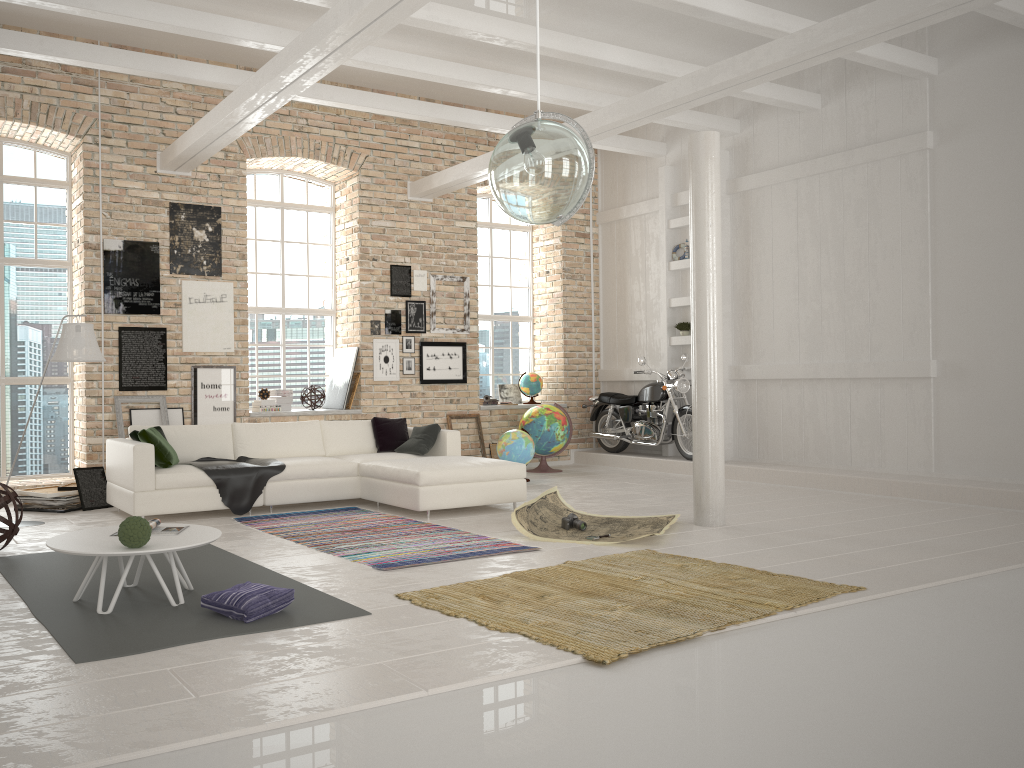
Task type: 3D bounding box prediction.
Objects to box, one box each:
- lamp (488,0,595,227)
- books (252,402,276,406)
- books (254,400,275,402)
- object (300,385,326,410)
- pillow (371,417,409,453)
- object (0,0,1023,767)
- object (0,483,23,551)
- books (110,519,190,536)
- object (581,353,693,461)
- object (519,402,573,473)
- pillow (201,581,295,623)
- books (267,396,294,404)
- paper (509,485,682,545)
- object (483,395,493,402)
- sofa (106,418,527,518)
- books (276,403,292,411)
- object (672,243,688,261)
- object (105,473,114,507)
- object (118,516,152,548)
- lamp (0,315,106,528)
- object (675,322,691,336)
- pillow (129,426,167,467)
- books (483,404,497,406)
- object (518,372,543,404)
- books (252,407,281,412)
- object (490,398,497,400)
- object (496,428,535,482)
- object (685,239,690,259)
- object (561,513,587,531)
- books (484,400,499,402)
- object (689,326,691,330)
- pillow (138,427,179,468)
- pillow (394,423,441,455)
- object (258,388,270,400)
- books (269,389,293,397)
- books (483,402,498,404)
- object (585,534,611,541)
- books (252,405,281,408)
[{"bbox_3d":[0.128,-1.557,4.360,0.482,1.599,0.522,-1,0,-19],"label":"lamp"},{"bbox_3d":[-2.884,0.231,10.352,0.207,0.040,0.190,-1,0,42],"label":"books"},{"bbox_3d":[-2.879,0.196,10.355,0.172,0.030,0.188,-1,0,-45],"label":"books"},{"bbox_3d":[-2.381,0.162,10.660,0.285,0.307,0.327,-1,0,-43],"label":"object"},{"bbox_3d":[-1.267,0.539,9.401,0.401,0.390,0.257,-1,0,-32],"label":"pillow"},{"bbox_3d":[0.255,-1.241,5.984,9.526,4.798,12.587,-1,0,-34],"label":"object"},{"bbox_3d":[-3.657,0.910,6.136,0.579,0.543,0.504,-1,0,32],"label":"object"},{"bbox_3d":[-2.017,0.798,4.980,0.372,0.048,0.307,-1,0,-3],"label":"books"},{"bbox_3d":[1.724,0.279,11.479,0.762,1.328,2.312,-1,0,-39],"label":"object"},{"bbox_3d":[0.417,0.699,11.521,0.697,0.924,0.614,-1,0,32],"label":"object"},{"bbox_3d":[-1.329,1.102,4.485,0.377,0.164,0.332,-1,0,32],"label":"pillow"},{"bbox_3d":[-2.812,0.192,10.757,0.222,0.088,0.338,-1,0,-39],"label":"books"},{"bbox_3d":[0.705,0.997,6.932,1.114,0.265,1.396,-1,0,20],"label":"paper"},{"bbox_3d":[-0.321,0.190,12.082,0.096,0.090,0.469,-1,0,5],"label":"object"},{"bbox_3d":[-1.818,0.782,8.187,3.083,0.842,2.305,-1,0,-33],"label":"sofa"},{"bbox_3d":[-2.811,0.275,10.755,0.225,0.088,0.335,-1,0,-30],"label":"books"},{"bbox_3d":[2.158,-1.689,11.438,0.066,0.229,0.250,0,0,-43],"label":"object"},{"bbox_3d":[-3.940,1.033,8.564,0.166,0.331,0.252,-1,0,35],"label":"object"},{"bbox_3d":[-1.892,0.745,4.475,0.174,0.164,0.150,-1,0,33],"label":"object"},{"bbox_3d":[-3.950,0.299,7.580,1.010,1.775,0.447,-1,0,3],"label":"lamp"},{"bbox_3d":[2.179,-0.699,11.332,0.243,0.180,0.239,-1,0,27],"label":"object"},{"bbox_3d":[-3.259,0.573,8.108,0.324,0.365,0.398,-1,0,12],"label":"pillow"},{"bbox_3d":[-0.346,0.282,12.050,0.240,0.025,0.214,-1,0,-33],"label":"books"},{"bbox_3d":[0.270,0.057,12.485,0.312,0.465,0.348,-1,0,-28],"label":"object"},{"bbox_3d":[-2.852,0.298,10.354,0.259,0.048,0.233,-1,0,-37],"label":"books"},{"bbox_3d":[-0.338,0.208,12.049,0.201,0.021,0.169,-1,0,-33],"label":"object"},{"bbox_3d":[0.044,0.829,10.407,0.457,0.631,0.438,-1,0,7],"label":"object"},{"bbox_3d":[2.220,-1.708,11.310,0.069,0.267,0.065,-1,0,11],"label":"object"},{"bbox_3d":[0.488,1.068,6.908,0.140,0.124,0.179,-1,0,-34],"label":"object"},{"bbox_3d":[-0.342,0.230,12.060,0.241,0.026,0.216,-1,0,-38],"label":"books"},{"bbox_3d":[2.338,-0.690,11.142,0.216,0.158,0.239,-1,0,-42],"label":"object"},{"bbox_3d":[-3.111,0.556,7.849,0.300,0.343,0.424,-1,0,-10],"label":"pillow"},{"bbox_3d":[-0.956,0.554,9.075,0.318,0.305,0.444,-1,0,-44],"label":"pillow"},{"bbox_3d":[-2.893,0.117,10.410,0.141,0.137,0.145,-1,0,-6],"label":"object"},{"bbox_3d":[-2.817,0.107,10.747,0.244,0.085,0.284,-1,0,37],"label":"books"},{"bbox_3d":[-0.349,0.256,12.054,0.239,0.029,0.216,-1,0,-34],"label":"books"},{"bbox_3d":[0.644,1.117,6.511,0.213,0.019,0.103,-1,0,-37],"label":"object"},{"bbox_3d":[-2.850,0.261,10.356,0.254,0.024,0.233,-1,0,-37],"label":"books"}]
